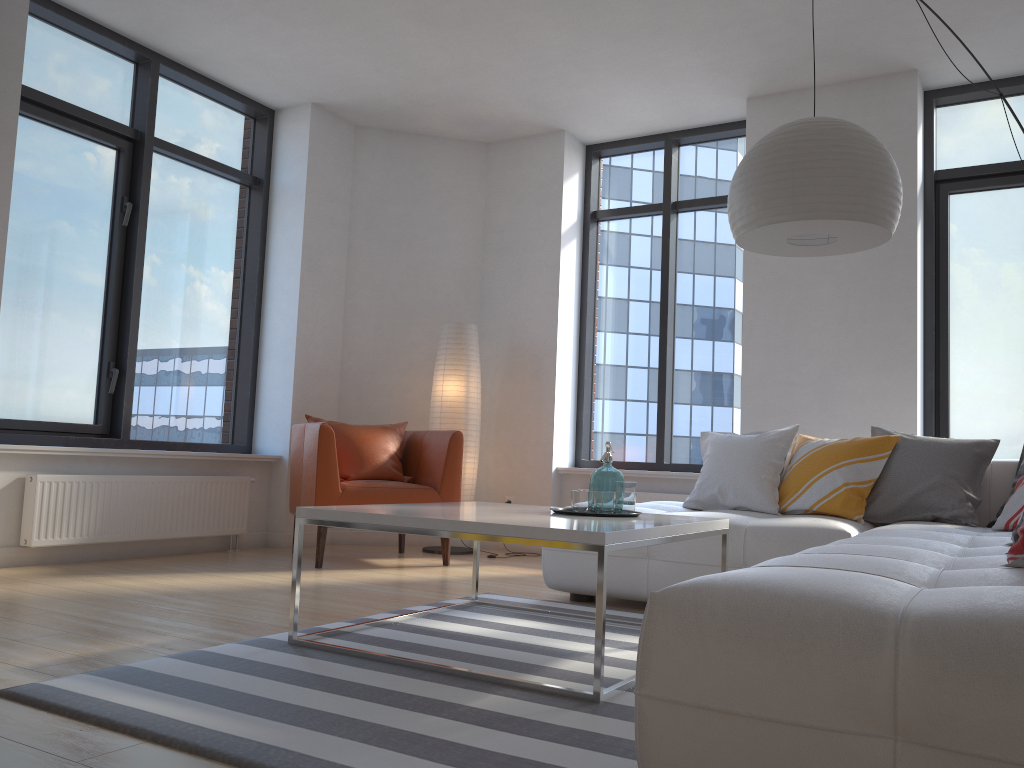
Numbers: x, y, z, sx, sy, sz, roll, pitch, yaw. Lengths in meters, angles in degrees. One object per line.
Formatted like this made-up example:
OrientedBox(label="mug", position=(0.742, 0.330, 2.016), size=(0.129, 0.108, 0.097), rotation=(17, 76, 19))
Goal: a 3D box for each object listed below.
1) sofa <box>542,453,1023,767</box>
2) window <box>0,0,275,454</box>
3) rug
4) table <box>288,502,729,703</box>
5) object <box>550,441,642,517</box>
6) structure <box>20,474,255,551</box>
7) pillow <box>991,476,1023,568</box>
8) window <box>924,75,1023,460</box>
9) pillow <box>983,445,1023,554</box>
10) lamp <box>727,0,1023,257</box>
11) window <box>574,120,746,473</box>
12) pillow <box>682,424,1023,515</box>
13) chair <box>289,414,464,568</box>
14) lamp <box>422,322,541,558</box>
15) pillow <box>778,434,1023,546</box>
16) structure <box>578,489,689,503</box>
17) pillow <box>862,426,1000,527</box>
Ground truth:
OrientedBox(label="sofa", position=(1.023, 0.562, 3.005), size=(2.614, 0.732, 3.424), rotation=(-1, -6, 30))
OrientedBox(label="window", position=(-2.274, -0.813, 5.304), size=(0.170, 2.402, 1.960), rotation=(-1, -6, 30))
OrientedBox(label="rug", position=(0.017, 0.858, 2.752), size=(1.662, 0.016, 2.326), rotation=(-1, -6, 30))
OrientedBox(label="table", position=(0.040, 0.661, 3.033), size=(1.091, 0.435, 1.091), rotation=(-1, -6, 30))
OrientedBox(label="object", position=(0.305, 0.334, 3.187), size=(0.330, 0.265, 0.330), rotation=(6, -6, -35))
OrientedBox(label="structure", position=(-2.040, 0.749, 5.024), size=(0.110, 0.460, 1.474), rotation=(-1, -6, 30))
OrientedBox(label="pillow", position=(1.785, 0.322, 2.689), size=(0.575, 0.449, 2.250), rotation=(0, -6, 28))
OrientedBox(label="window", position=(3.088, -0.606, 5.093), size=(1.310, 2.402, 0.170), rotation=(-1, -6, 30))
OrientedBox(label="pillow", position=(1.945, 0.327, 2.975), size=(0.608, 0.436, 2.120), rotation=(0, -6, 26))
OrientedBox(label="lamp", position=(2.245, -0.282, 3.756), size=(3.199, 2.647, 0.710), rotation=(5, -6, -23))
OrientedBox(label="window", position=(1.105, -0.586, 6.260), size=(1.310, 2.402, 0.170), rotation=(-1, -6, 30))
OrientedBox(label="pillow", position=(1.469, 0.371, 3.716), size=(0.580, 0.456, 2.156), rotation=(6, -6, -33))
OrientedBox(label="chair", position=(-0.870, 0.628, 5.376), size=(0.896, 0.858, 0.843), rotation=(5, -6, -27))
OrientedBox(label="lamp", position=(-0.163, 0.371, 6.030), size=(0.804, 1.550, 0.502), rotation=(3, -5, -9))
OrientedBox(label="pillow", position=(1.584, 0.367, 3.418), size=(0.630, 0.440, 2.095), rotation=(4, -5, -12))
OrientedBox(label="structure", position=(0.898, 0.944, 5.822), size=(1.015, 0.460, 0.110), rotation=(-1, -6, 30))
OrientedBox(label="pillow", position=(1.452, 0.285, 2.777), size=(0.647, 0.453, 2.953), rotation=(1, -5, 18))
